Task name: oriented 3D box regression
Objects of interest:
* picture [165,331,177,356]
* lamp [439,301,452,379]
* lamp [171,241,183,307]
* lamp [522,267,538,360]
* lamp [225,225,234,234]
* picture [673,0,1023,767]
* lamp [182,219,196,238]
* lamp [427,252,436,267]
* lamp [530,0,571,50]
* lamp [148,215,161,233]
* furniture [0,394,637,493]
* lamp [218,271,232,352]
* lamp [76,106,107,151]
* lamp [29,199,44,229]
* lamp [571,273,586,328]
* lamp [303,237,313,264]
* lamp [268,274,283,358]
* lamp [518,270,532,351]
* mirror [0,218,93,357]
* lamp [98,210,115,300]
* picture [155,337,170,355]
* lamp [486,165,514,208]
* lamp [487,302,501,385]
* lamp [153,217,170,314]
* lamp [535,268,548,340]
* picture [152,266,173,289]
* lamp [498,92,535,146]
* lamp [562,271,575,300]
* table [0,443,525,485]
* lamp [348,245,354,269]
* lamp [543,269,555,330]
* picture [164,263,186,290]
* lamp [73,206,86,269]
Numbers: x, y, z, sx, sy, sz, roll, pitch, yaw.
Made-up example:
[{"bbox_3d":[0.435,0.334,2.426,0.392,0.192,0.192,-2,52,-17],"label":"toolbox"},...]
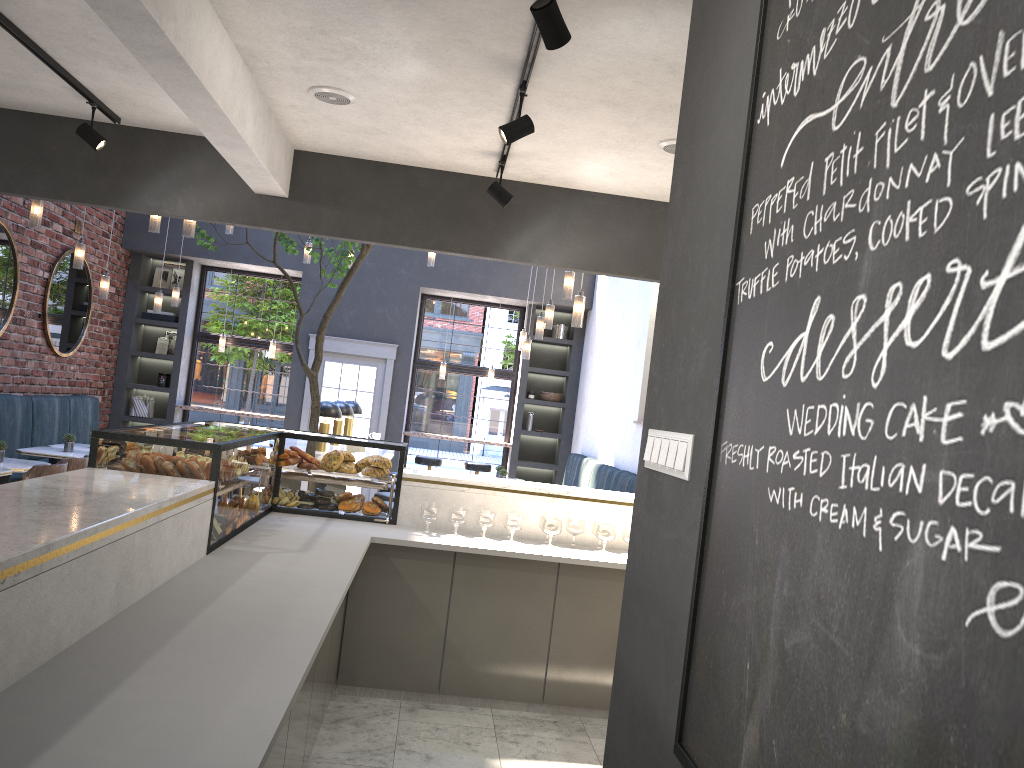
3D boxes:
[{"bbox_3d":[-4.523,-0.538,11.842,0.247,0.326,0.044,7,-1,-4],"label":"picture"},{"bbox_3d":[-0.861,-0.777,11.956,0.078,1.429,0.078,8,-1,-42],"label":"lamp"},{"bbox_3d":[-3.597,-2.920,10.126,0.078,4.104,0.078,7,-1,-20],"label":"lamp"},{"bbox_3d":[0.397,-2.312,9.836,0.078,4.104,0.078,7,-1,-20],"label":"lamp"},{"bbox_3d":[-2.679,-3.591,9.198,0.078,4.104,0.078,7,-1,-20],"label":"lamp"},{"bbox_3d":[0.411,-0.303,0.833,0.014,1.753,1.147,7,-1,-5],"label":"picture"},{"bbox_3d":[-1.935,-3.028,6.005,0.078,4.104,0.078,6,-1,25],"label":"lamp"},{"bbox_3d":[-0.651,-3.334,9.798,0.078,4.104,0.078,7,-1,-20],"label":"lamp"},{"bbox_3d":[0.126,-1.161,2.745,0.087,0.235,0.157,6,-1,34],"label":"lamp"},{"bbox_3d":[-2.498,-3.201,6.829,0.078,4.104,0.078,6,-1,25],"label":"lamp"},{"bbox_3d":[-1.954,1.011,8.200,6.022,1.151,5.341,7,-2,-5],"label":"furniture"},{"bbox_3d":[-3.755,-1.133,11.719,0.078,1.429,0.078,6,-1,25],"label":"lamp"},{"bbox_3d":[-2.293,-1.397,4.845,0.157,0.238,0.087,7,-1,-11],"label":"lamp"},{"bbox_3d":[-3.278,-3.187,6.583,0.078,4.104,0.078,7,-1,-20],"label":"lamp"},{"bbox_3d":[0.701,-2.438,6.272,0.078,4.104,0.078,7,-1,-20],"label":"lamp"},{"bbox_3d":[-1.978,-3.345,9.634,0.078,4.104,0.078,7,-1,-20],"label":"lamp"},{"bbox_3d":[-3.104,-1.053,11.772,0.078,1.429,0.078,8,-1,-42],"label":"lamp"},{"bbox_3d":[0.358,-2.433,10.500,0.078,4.104,0.078,7,-1,-20],"label":"lamp"},{"bbox_3d":[-4.684,-1.077,7.944,0.036,1.510,4.774,7,-2,-5],"label":"mirror"},{"bbox_3d":[-3.597,-2.835,8.365,0.078,4.104,0.078,7,-1,3],"label":"lamp"},{"bbox_3d":[-4.654,-0.504,11.806,0.161,0.227,0.049,7,-1,-4],"label":"picture"},{"bbox_3d":[-0.062,-1.121,5.028,0.157,0.235,0.087,7,-1,-11],"label":"lamp"},{"bbox_3d":[-0.211,-0.697,12.009,0.078,1.429,0.078,6,-1,25],"label":"lamp"},{"bbox_3d":[-3.566,-2.798,9.552,0.078,4.104,0.078,7,-1,-20],"label":"lamp"},{"bbox_3d":[0.507,-2.477,8.731,0.078,4.104,0.078,8,-1,-42],"label":"lamp"},{"bbox_3d":[-4.647,-1.410,11.795,0.230,0.313,0.061,7,-1,-5],"label":"picture"},{"bbox_3d":[0.025,-1.143,3.836,0.157,0.235,0.087,7,-1,-11],"label":"lamp"},{"bbox_3d":[0.676,-2.699,6.974,0.078,4.104,0.078,7,-1,-20],"label":"lamp"},{"bbox_3d":[-1.976,1.208,8.152,4.599,0.751,4.831,7,-2,-5],"label":"table"},{"bbox_3d":[-1.642,-3.378,10.292,0.078,4.104,0.078,7,-1,-20],"label":"lamp"},{"bbox_3d":[0.568,-2.536,8.062,0.078,4.104,0.078,8,-1,-42],"label":"lamp"},{"bbox_3d":[-4.484,-1.414,11.843,0.361,0.369,0.055,7,-1,-5],"label":"picture"},{"bbox_3d":[-3.520,-3.038,7.727,0.078,4.104,0.078,7,-1,3],"label":"lamp"}]
